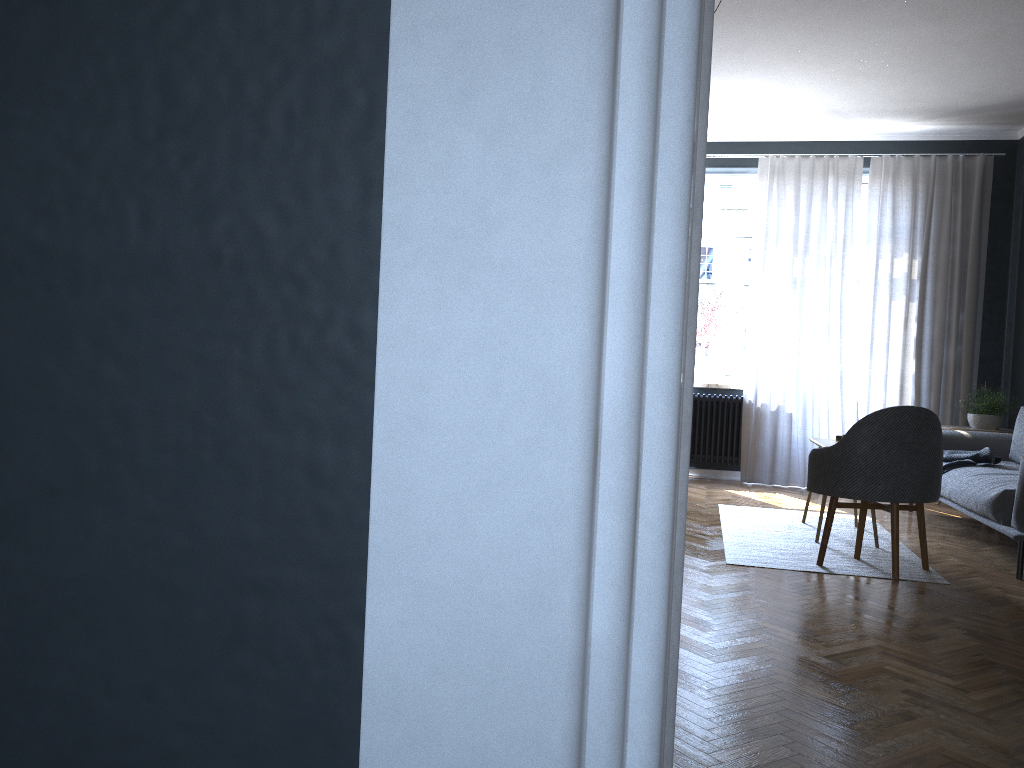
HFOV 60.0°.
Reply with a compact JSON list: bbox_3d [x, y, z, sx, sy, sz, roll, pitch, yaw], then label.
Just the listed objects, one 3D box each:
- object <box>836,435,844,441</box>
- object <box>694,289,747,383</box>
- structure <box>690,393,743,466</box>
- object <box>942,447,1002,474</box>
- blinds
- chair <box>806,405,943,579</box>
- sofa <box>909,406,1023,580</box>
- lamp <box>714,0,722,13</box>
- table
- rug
[{"bbox_3d":[2.007,0.331,5.347,0.103,0.033,0.369,3,1,23],"label":"object"},{"bbox_3d":[1.717,-0.413,7.775,0.514,0.810,0.599,2,2,-14],"label":"object"},{"bbox_3d":[1.240,0.362,7.869,1.846,0.601,0.215,3,2,12],"label":"structure"},{"bbox_3d":[2.884,0.551,5.831,0.490,0.329,0.666,3,1,17],"label":"object"},{"bbox_3d":[1.949,-0.556,7.630,3.992,2.790,0.312,3,2,12],"label":"blinds"},{"bbox_3d":[1.805,0.499,4.304,0.645,0.811,0.494,2,2,-10],"label":"chair"},{"bbox_3d":[3.064,0.548,5.202,0.970,0.798,2.339,3,1,11],"label":"sofa"},{"bbox_3d":[0.469,-1.384,4.698,1.589,1.575,0.583,4,2,43],"label":"lamp"},{"bbox_3d":[1.938,0.620,5.231,0.339,0.550,0.787,3,1,12],"label":"table"},{"bbox_3d":[1.729,0.886,5.144,1.003,0.013,2.010,3,1,12],"label":"rug"}]
